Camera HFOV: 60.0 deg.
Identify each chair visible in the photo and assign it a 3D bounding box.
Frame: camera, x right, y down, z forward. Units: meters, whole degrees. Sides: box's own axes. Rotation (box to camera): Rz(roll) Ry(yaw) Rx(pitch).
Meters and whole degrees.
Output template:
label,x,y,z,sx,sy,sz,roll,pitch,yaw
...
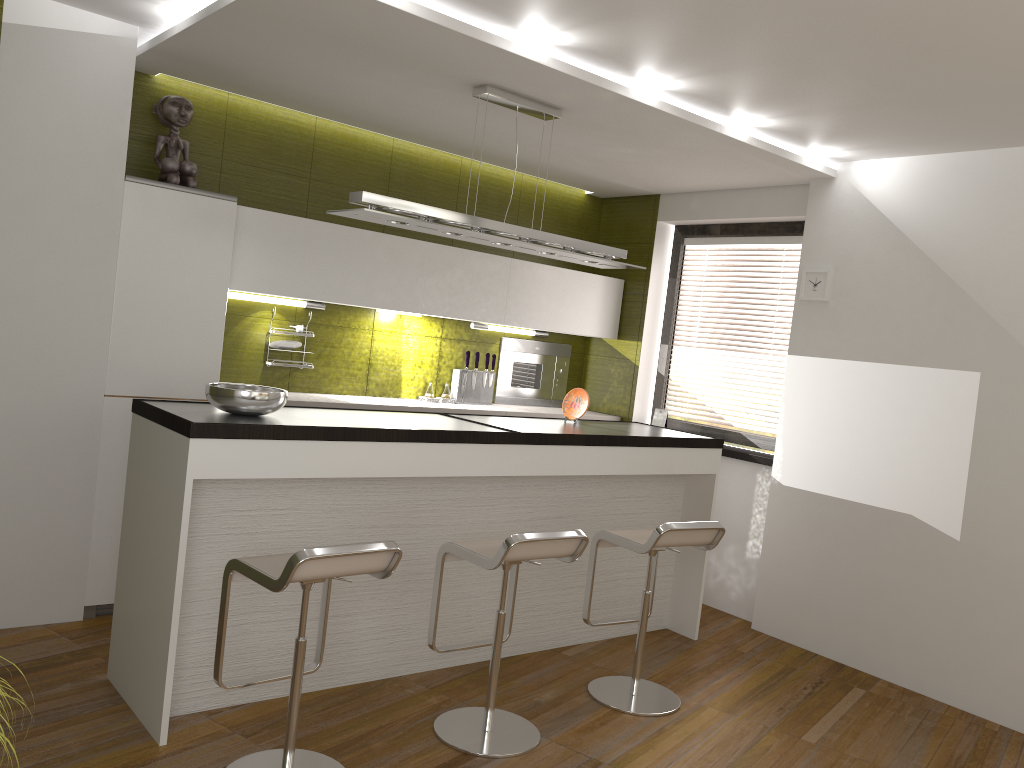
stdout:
label,x,y,z,sx,sy,sz,roll,pitch,yaw
chair,-0.685,0.896,2.904,0.418,0.857,0.460,4,4,-44
chair,-0.036,0.945,3.444,0.418,0.857,0.460,4,4,-39
chair,0.614,0.995,3.985,0.418,0.857,0.460,5,3,-34

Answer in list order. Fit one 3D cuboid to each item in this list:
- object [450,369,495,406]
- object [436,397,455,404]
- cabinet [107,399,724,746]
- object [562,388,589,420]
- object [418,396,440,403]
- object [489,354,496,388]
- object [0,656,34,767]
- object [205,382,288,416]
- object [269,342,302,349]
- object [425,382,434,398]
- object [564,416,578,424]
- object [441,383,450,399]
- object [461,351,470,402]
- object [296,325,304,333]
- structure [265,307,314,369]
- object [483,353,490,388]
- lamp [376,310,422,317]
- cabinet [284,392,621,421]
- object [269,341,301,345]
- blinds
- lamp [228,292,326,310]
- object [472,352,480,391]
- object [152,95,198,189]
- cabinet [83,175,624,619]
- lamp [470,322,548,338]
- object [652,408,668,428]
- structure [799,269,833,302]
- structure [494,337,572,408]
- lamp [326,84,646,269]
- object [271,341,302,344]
label,x,y,z,sx,sy,sz,roll,pitch,yaw
object,-0.262,0.024,5.901,0.293,0.227,0.107,4,4,-40
object,-0.434,0.107,5.779,0.107,0.032,0.107,5,3,-28
cabinet,-0.233,0.743,4.237,2.947,1.134,0.663,4,4,-40
object,0.348,0.109,4.843,0.055,0.178,0.184,4,4,-43
object,-0.532,0.101,5.681,0.107,0.032,0.107,4,4,-39
object,-0.136,-0.086,5.935,0.040,0.231,0.013,4,4,-40
object,-1.266,0.864,1.703,0.585,0.904,0.606,8,3,19
object,-1.044,0.065,3.483,0.311,0.105,0.311,5,3,-27
object,-1.289,-0.220,5.052,0.181,0.052,0.173,4,4,-40
object,-0.526,0.046,5.678,0.059,0.121,0.059,7,3,6
object,0.344,0.147,4.844,0.072,0.131,0.088,4,4,-45
object,-0.428,0.053,5.776,0.059,0.121,0.059,8,3,17
object,-0.310,-0.050,5.799,0.046,0.339,0.013,4,4,-40
object,-1.233,-0.319,5.141,0.046,0.053,0.051,6,3,-8
structure,-1.267,-0.260,5.108,0.266,0.346,0.110,4,4,-40
object,-0.175,-0.088,5.903,0.036,0.243,0.013,4,4,-40
lamp,-0.712,-0.446,5.604,0.334,0.008,0.008,4,4,-40
cabinet,-0.562,0.662,5.594,2.940,1.086,0.465,4,4,-40
object,-1.290,-0.223,5.052,0.181,0.052,0.173,4,4,-40
blinds,2.220,-2.985,9.855,16.000,12.704,9.030,7,3,0
lamp,-1.389,-0.477,5.026,0.715,0.041,0.041,4,4,-40
object,-0.245,-0.083,5.847,0.042,0.264,0.013,4,4,-40
object,-1.688,-1.218,4.468,0.195,0.488,0.304,4,4,-42
cabinet,-0.785,0.135,5.494,3.471,2.089,0.724,4,4,-40
lamp,-0.008,-0.370,6.136,0.716,0.041,0.095,4,4,-40
object,1.017,0.259,6.092,0.057,0.169,0.106,4,4,-45
structure,1.739,-0.567,5.075,0.026,0.180,0.180,4,4,-40
structure,0.160,-0.072,6.362,0.663,0.469,0.015,4,4,-40
lamp,-0.010,-1.000,4.183,1.677,0.683,0.326,4,4,-40
object,-1.290,-0.226,5.053,0.181,0.052,0.173,4,4,-40
